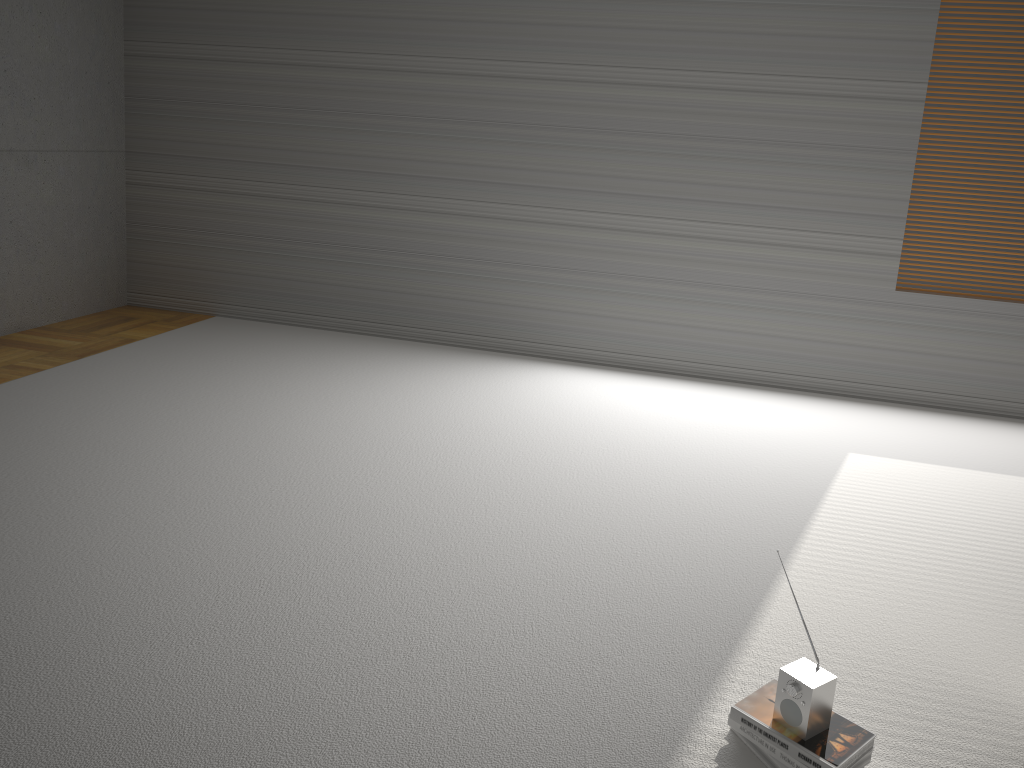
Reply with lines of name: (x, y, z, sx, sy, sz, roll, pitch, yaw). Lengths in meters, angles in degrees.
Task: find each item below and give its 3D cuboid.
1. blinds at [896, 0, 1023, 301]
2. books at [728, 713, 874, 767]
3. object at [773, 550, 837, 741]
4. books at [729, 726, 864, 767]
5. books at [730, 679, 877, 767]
blinds: (3.544, -1.269, 4.730, 3.537, 2.015, 0.012, 8, 12, 13)
books: (0.670, 0.823, 2.062, 0.190, 0.031, 0.268, -7, 19, -36)
object: (0.650, 0.593, 2.039, 0.090, 0.361, 0.188, -4, 15, -35)
books: (0.667, 0.854, 2.068, 0.189, 0.031, 0.269, -2, 17, -22)
books: (0.672, 0.794, 2.049, 0.190, 0.031, 0.268, -10, 21, -41)
